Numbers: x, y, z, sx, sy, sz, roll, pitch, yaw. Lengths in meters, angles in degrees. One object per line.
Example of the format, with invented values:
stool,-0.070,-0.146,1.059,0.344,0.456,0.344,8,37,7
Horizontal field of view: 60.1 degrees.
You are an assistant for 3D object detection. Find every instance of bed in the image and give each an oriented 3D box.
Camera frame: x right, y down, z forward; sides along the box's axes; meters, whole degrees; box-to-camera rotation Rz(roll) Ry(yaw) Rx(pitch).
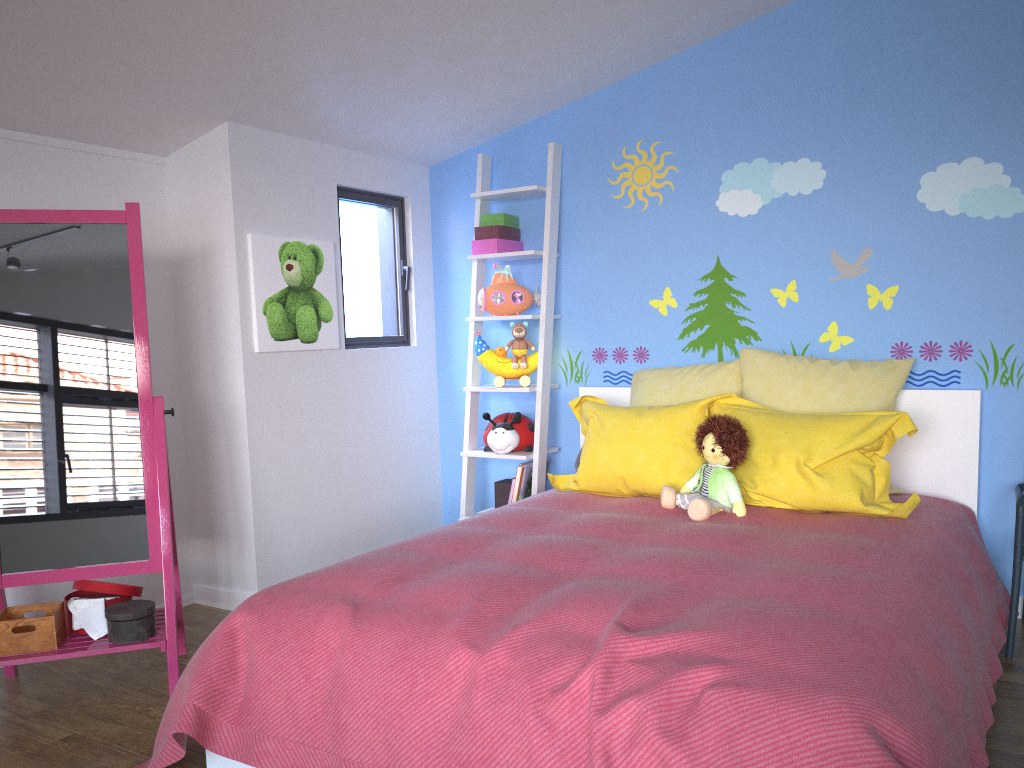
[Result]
bed,0.388,0.497,2.546,1.925,0.816,2.307,1,4,32

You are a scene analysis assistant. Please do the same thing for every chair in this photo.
chair,1.848,0.506,2.777,0.512,0.678,0.414,1,6,28

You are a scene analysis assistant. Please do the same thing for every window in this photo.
window,-0.677,-0.530,3.998,0.209,0.751,0.583,2,7,32

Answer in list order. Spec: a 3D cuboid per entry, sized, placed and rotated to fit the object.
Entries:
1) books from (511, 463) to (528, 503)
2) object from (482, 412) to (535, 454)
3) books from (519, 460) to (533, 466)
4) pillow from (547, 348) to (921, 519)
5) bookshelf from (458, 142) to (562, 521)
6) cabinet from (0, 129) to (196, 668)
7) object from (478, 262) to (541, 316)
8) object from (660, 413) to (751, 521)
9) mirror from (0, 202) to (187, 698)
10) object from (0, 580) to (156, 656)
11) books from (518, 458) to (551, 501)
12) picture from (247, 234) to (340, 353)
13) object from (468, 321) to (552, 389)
books,0.063,0.463,3.835,0.080,0.249,0.196,2,7,32
object,-0.024,0.205,3.897,0.253,0.184,0.321,2,6,38
books,0.067,0.458,3.880,0.077,0.255,0.208,2,7,32
pillow,0.772,0.144,3.184,1.344,0.535,0.676,1,5,33
bookshelf,-0.015,-0.099,3.889,0.391,1.862,0.378,2,8,31
cabinet,-2.430,0.147,1.732,0.053,1.773,4.214,2,5,32
object,-0.003,-0.415,3.867,0.295,0.235,0.156,-2,6,2
object,0.624,0.265,2.822,0.251,0.344,0.285,-4,6,-24
mirror,-1.341,0.201,2.685,0.610,1.498,0.415,-4,7,-17
object,-1.333,0.692,2.771,0.445,0.160,0.366,-3,4,-12
books,2.634,3.556,5.067,5.387,6.749,0.358,-3,7,-17
picture,-0.858,-0.354,3.513,0.026,0.446,0.448,2,6,32
object,-0.014,-0.127,3.836,0.372,0.283,0.153,-1,6,4
